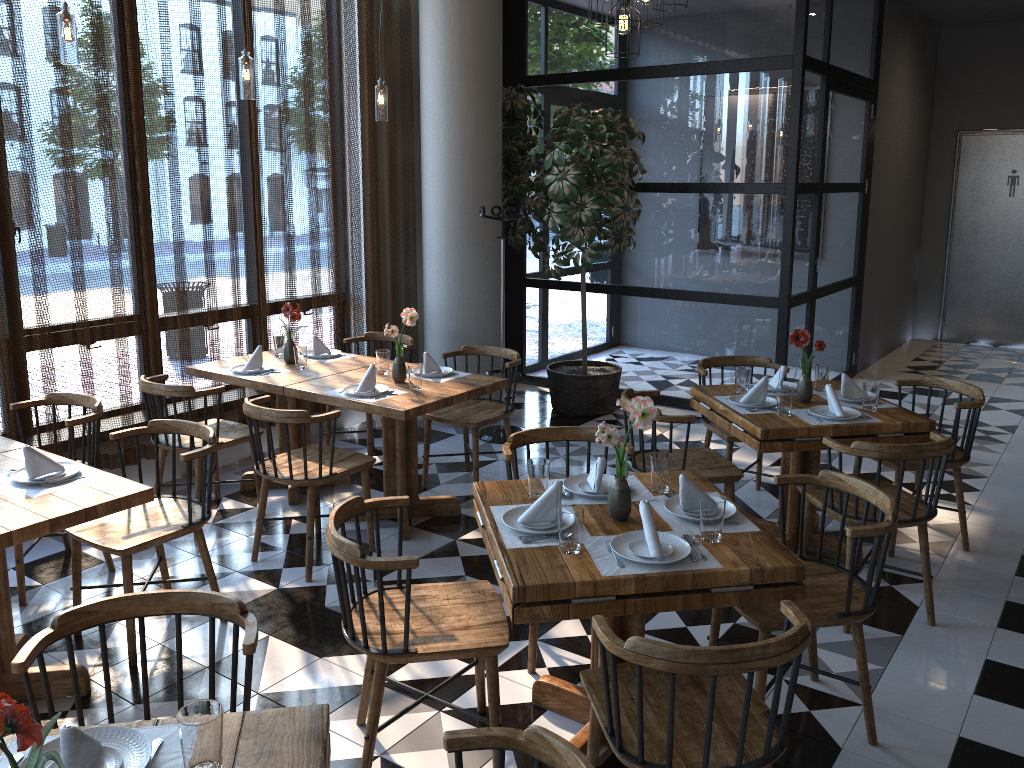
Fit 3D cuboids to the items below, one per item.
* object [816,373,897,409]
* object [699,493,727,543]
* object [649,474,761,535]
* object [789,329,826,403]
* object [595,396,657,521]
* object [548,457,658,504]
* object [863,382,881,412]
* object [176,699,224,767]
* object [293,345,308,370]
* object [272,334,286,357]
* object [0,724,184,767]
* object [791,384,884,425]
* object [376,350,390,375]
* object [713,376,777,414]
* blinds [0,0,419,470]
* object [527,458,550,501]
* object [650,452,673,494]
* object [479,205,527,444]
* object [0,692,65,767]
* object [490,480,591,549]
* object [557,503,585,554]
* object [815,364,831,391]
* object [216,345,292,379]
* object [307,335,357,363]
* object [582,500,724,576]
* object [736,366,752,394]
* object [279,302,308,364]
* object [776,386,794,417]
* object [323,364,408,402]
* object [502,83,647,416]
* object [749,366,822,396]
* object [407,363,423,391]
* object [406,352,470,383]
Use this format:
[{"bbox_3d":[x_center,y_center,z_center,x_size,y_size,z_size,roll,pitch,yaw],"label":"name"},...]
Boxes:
[{"bbox_3d":[1.699,0.010,4.396,0.272,0.136,0.355,-2,13,-9],"label":"object"},{"bbox_3d":[0.603,0.406,2.670,0.080,0.131,0.080,-9,15,-39],"label":"object"},{"bbox_3d":[0.612,0.355,2.884,0.272,0.136,0.355,-2,13,-9],"label":"object"},{"bbox_3d":[1.439,-0.094,4.363,0.156,0.352,0.172,-1,11,-7],"label":"object"},{"bbox_3d":[0.360,0.241,2.793,0.207,0.397,0.147,-10,15,-42],"label":"object"},{"bbox_3d":[0.301,0.305,3.097,0.352,0.136,0.274,-2,13,-9],"label":"object"},{"bbox_3d":[1.692,0.062,4.181,0.080,0.131,0.080,-6,13,-29],"label":"object"},{"bbox_3d":[-0.558,0.650,1.595,0.080,0.131,0.080,10,15,39],"label":"object"},{"bbox_3d":[-1.207,-0.150,5.068,0.080,0.131,0.080,-9,15,-39],"label":"object"},{"bbox_3d":[-1.427,-0.235,5.437,0.080,0.131,0.080,-9,15,-39],"label":"object"},{"bbox_3d":[-0.774,0.646,1.600,0.352,0.136,0.274,-2,13,-9],"label":"object"},{"bbox_3d":[1.486,0.080,4.090,0.352,0.136,0.274,-2,13,-9],"label":"object"},{"bbox_3d":[-0.719,-0.120,4.944,0.080,0.131,0.080,4,12,20],"label":"object"},{"bbox_3d":[1.175,0.030,4.303,0.272,0.136,0.355,-2,13,-9],"label":"object"},{"bbox_3d":[-2.878,-1.069,3.802,0.160,3.553,7.305,8,14,34],"label":"blinds"},{"bbox_3d":[0.089,0.326,3.012,0.080,0.131,0.080,-9,15,-39],"label":"object"},{"bbox_3d":[0.518,0.311,3.086,0.080,0.131,0.080,-9,15,-39],"label":"object"},{"bbox_3d":[-0.064,-0.426,6.290,0.375,1.645,0.377,-7,13,-32],"label":"object"},{"bbox_3d":[-0.735,0.607,1.285,0.156,0.352,0.172,0,11,1],"label":"object"},{"bbox_3d":[0.088,0.375,2.790,0.272,0.136,0.355,-2,13,-9],"label":"object"},{"bbox_3d":[0.170,0.425,2.585,0.080,0.131,0.080,-9,15,-39],"label":"object"},{"bbox_3d":[1.607,-0.033,4.596,0.080,0.131,0.080,-6,13,-29],"label":"object"},{"bbox_3d":[-1.472,-0.142,5.021,0.353,0.136,0.273,9,15,34],"label":"object"},{"bbox_3d":[-1.168,-0.240,5.452,0.353,0.136,0.273,9,15,34],"label":"object"},{"bbox_3d":[0.399,0.425,2.577,0.352,0.136,0.274,-2,13,-9],"label":"object"},{"bbox_3d":[1.179,-0.018,4.523,0.080,0.131,0.080,2,11,10],"label":"object"},{"bbox_3d":[-1.293,-0.303,5.240,0.156,0.352,0.172,2,11,11],"label":"object"},{"bbox_3d":[1.260,0.081,4.096,0.080,0.131,0.080,-9,15,-39],"label":"object"},{"bbox_3d":[-0.747,-0.024,4.516,0.353,0.136,0.273,9,15,34],"label":"object"},{"bbox_3d":[0.257,-1.046,6.920,1.636,2.572,1.389,4,12,19],"label":"object"},{"bbox_3d":[1.388,-0.040,4.609,0.352,0.136,0.274,-2,13,-9],"label":"object"},{"bbox_3d":[-0.499,-0.034,4.574,0.080,0.131,0.080,4,12,20],"label":"object"},{"bbox_3d":[-0.443,-0.122,4.947,0.353,0.136,0.273,9,15,34],"label":"object"}]
